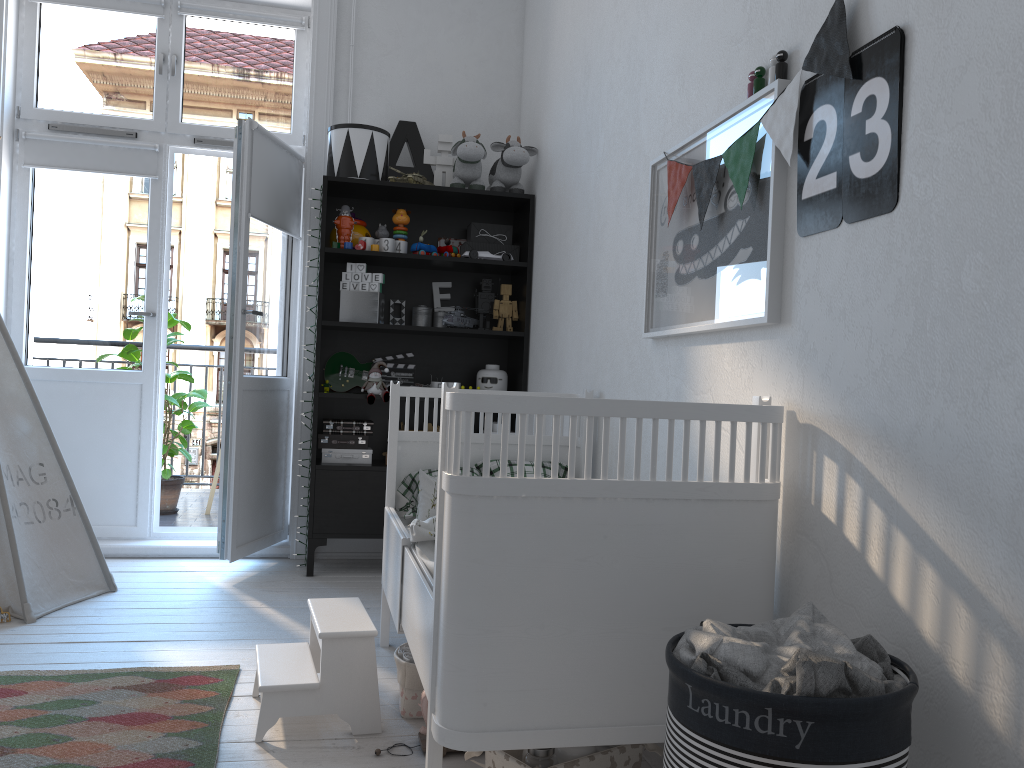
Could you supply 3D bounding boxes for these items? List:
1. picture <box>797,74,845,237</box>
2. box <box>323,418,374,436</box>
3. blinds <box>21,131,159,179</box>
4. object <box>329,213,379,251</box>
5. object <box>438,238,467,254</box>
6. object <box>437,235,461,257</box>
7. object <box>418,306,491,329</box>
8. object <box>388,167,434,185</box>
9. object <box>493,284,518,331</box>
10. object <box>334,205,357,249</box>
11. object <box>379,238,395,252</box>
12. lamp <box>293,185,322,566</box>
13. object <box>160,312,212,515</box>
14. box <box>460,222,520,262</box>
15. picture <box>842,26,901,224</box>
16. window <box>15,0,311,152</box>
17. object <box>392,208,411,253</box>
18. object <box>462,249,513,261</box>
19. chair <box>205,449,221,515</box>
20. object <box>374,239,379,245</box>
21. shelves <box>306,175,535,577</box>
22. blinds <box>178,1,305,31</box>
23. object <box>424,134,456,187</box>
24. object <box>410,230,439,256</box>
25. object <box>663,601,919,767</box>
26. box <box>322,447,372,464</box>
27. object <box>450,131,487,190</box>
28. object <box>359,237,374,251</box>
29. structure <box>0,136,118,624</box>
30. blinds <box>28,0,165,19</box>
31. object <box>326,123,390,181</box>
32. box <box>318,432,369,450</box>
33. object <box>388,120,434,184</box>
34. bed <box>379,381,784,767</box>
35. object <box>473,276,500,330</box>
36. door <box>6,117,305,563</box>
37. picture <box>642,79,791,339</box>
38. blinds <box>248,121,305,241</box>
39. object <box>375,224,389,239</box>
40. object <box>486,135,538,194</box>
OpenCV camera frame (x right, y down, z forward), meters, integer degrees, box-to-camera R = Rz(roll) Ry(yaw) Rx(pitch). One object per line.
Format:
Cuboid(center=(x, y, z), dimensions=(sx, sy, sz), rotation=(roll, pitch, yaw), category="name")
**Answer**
Cuboid(center=(0.579, -0.434, 1.662), dimensions=(0.010, 0.301, 0.152), rotation=(2, 0, -13), category="picture")
Cuboid(center=(-0.726, 0.190, 3.916), dimensions=(0.215, 0.062, 0.179), rotation=(3, 0, -12), category="box")
Cuboid(center=(-1.881, -1.022, 3.968), dimensions=(0.565, 0.158, 0.032), rotation=(3, 0, -12), category="blinds")
Cuboid(center=(-0.695, -0.664, 3.890), dimensions=(0.197, 0.197, 0.318), rotation=(2, 0, -16), category="object")
Cuboid(center=(-0.175, -0.611, 4.160), dimensions=(0.347, 0.131, 0.037), rotation=(3, 0, -12), category="object")
Cuboid(center=(-0.286, -0.611, 3.976), dimensions=(0.087, 0.112, 0.122), rotation=(2, 0, -42), category="object")
Cuboid(center=(-0.240, -0.293, 3.977), dimensions=(0.368, 0.106, 0.349), rotation=(3, 0, -11), category="object")
Cuboid(center=(-0.451, -0.905, 3.894), dimensions=(0.121, 0.100, 0.338), rotation=(2, 0, 23), category="object")
Cuboid(center=(-0.030, -0.341, 4.011), dimensions=(0.114, 0.221, 0.052), rotation=(2, 0, -13), category="object")
Cuboid(center=(-0.712, -0.669, 3.814), dimensions=(0.105, 0.203, 0.072), rotation=(2, 0, -5), category="object")
Cuboid(center=(-0.541, -0.593, 3.837), dimensions=(0.067, 0.067, 0.067), rotation=(2, 0, -12), category="object")
Cuboid(center=(-0.454, -0.019, 4.017), dimensions=(0.985, 1.684, 0.095), rotation=(2, 0, -15), category="lamp")
Cuboid(center=(-2.036, 0.116, 5.050), dimensions=(0.720, 1.225, 0.489), rotation=(2, 0, -2), category="object")
Cuboid(center=(-0.100, -0.635, 4.068), dimensions=(0.251, 0.189, 0.179), rotation=(2, 0, -12), category="box")
Cuboid(center=(0.612, -0.435, 1.512), dimensions=(0.013, 0.305, 0.153), rotation=(2, 0, -13), category="picture")
Cuboid(center=(-1.568, -1.453, 4.051), dimensions=(1.263, 0.660, 0.101), rotation=(3, 0, -12), category="window")
Cuboid(center=(-0.489, -0.664, 3.887), dimensions=(0.077, 0.213, 0.077), rotation=(3, 0, 21), category="object")
Cuboid(center=(-0.109, -0.564, 3.924), dimensions=(0.230, 0.048, 0.098), rotation=(3, 0, -22), category="object")
Cuboid(center=(-1.457, 0.398, 5.154), dimensions=(0.436, 0.715, 0.498), rotation=(3, 0, 33), category="chair")
Cuboid(center=(-0.587, -0.595, 3.887), dimensions=(0.067, 0.067, 0.067), rotation=(2, 0, -38), category="object")
Cuboid(center=(-0.415, -0.014, 3.961), dimensions=(0.911, 1.677, 0.353), rotation=(2, 0, -12), category="shelves")
Cuboid(center=(-1.245, -1.702, 4.099), dimensions=(0.565, 0.060, 0.032), rotation=(3, 0, -12), category="blinds")
Cuboid(center=(-0.312, -0.993, 4.080), dimensions=(0.190, 0.290, 0.065), rotation=(2, 0, -7), category="object")
Cuboid(center=(-0.384, -0.615, 3.911), dimensions=(0.121, 0.126, 0.087), rotation=(2, 0, -35), category="object")
Cuboid(center=(0.391, 0.592, 1.294), dimensions=(0.345, 0.513, 0.346), rotation=(2, 0, -22), category="object")
Cuboid(center=(-0.731, 0.313, 3.915), dimensions=(0.215, 0.062, 0.179), rotation=(3, 0, -12), category="box")
Cuboid(center=(-0.195, -0.966, 3.937), dimensions=(0.154, 0.253, 0.370), rotation=(2, 0, -4), category="object")
Cuboid(center=(-0.630, -0.597, 3.833), dimensions=(0.067, 0.067, 0.067), rotation=(2, 0, -12), category="object")
Cuboid(center=(-2.036, -0.115, 3.170), dimensions=(1.143, 1.749, 1.143), rotation=(2, 0, -37), category="structure")
Cuboid(center=(-1.851, -1.715, 3.964), dimensions=(0.565, 0.087, 0.032), rotation=(3, 0, -12), category="blinds")
Cuboid(center=(-0.659, -0.994, 3.958), dimensions=(0.272, 0.259, 0.395), rotation=(2, 0, 16), category="object")
Cuboid(center=(-0.747, 0.251, 3.911), dimensions=(0.215, 0.062, 0.179), rotation=(3, 0, -12), category="box")
Cuboid(center=(-0.487, -1.028, 4.072), dimensions=(0.343, 0.344, 0.057), rotation=(2, 0, -12), category="object")
Cuboid(center=(0.052, 0.423, 2.281), dimensions=(0.670, 0.833, 1.404), rotation=(2, 0, -12), category="bed")
Cuboid(center=(-0.116, -0.364, 4.055), dimensions=(0.117, 0.259, 0.081), rotation=(2, 0, -12), category="object")
Cuboid(center=(-1.578, -0.204, 3.814), dimensions=(1.264, 1.838, 0.636), rotation=(2, 0, -11), category="door")
Cuboid(center=(0.464, -0.370, 2.132), dimensions=(0.030, 0.493, 0.703), rotation=(2, 0, -12), category="picture")
Cuboid(center=(-1.015, -0.869, 3.872), dimensions=(0.032, 0.390, 0.565), rotation=(3, 0, 8), category="blinds")
Cuboid(center=(-0.585, -0.641, 3.992), dimensions=(0.063, 0.160, 0.063), rotation=(2, 0, -34), category="object")
Cuboid(center=(-0.048, -0.960, 3.974), dimensions=(0.211, 0.253, 0.386), rotation=(2, 0, -29), category="object")
